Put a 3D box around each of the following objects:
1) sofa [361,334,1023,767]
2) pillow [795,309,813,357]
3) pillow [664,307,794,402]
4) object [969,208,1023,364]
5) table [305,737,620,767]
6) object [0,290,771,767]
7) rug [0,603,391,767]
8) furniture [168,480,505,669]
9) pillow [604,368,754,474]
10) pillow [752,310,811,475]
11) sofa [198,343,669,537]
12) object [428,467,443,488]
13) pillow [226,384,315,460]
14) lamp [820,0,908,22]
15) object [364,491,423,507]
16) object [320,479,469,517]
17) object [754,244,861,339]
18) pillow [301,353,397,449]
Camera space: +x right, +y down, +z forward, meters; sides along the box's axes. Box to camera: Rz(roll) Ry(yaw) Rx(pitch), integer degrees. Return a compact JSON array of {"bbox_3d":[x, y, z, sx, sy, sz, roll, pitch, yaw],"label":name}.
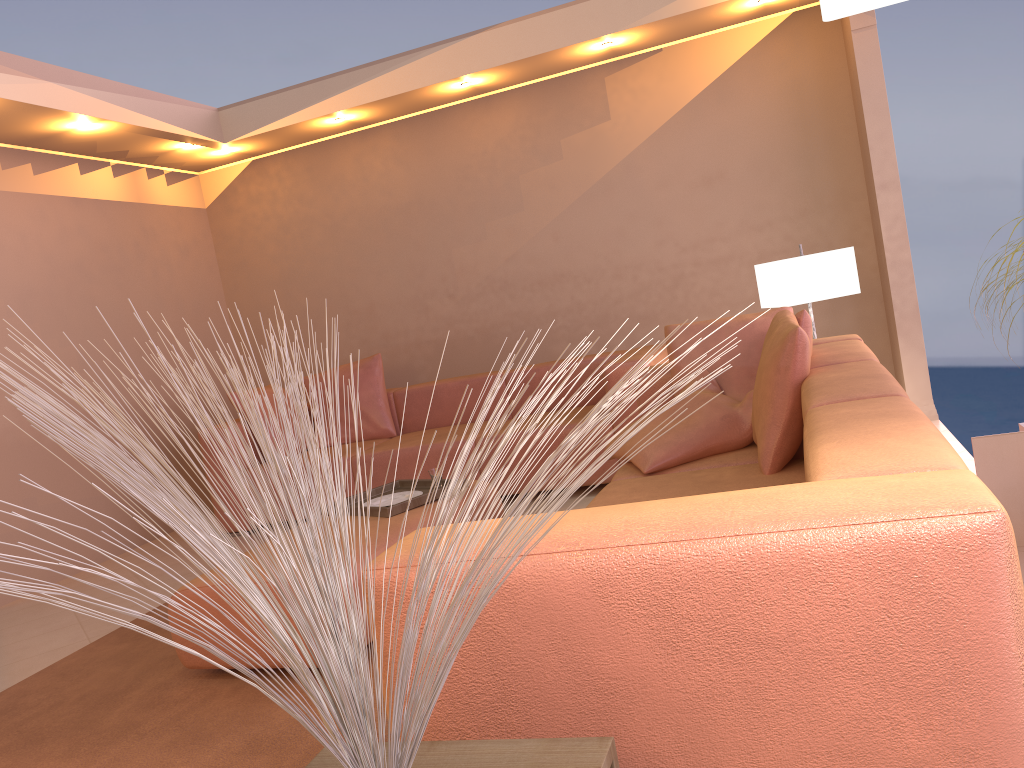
[{"bbox_3d":[0.649,0.353,2.537,0.943,0.672,2.781,-9,5,19],"label":"sofa"},{"bbox_3d":[0.969,-0.038,3.169,0.255,0.446,0.492,-10,4,2],"label":"pillow"},{"bbox_3d":[0.885,-0.043,3.511,0.519,0.455,0.314,-9,5,15],"label":"pillow"},{"bbox_3d":[1.624,-0.024,2.297,0.729,1.088,0.703,-12,5,-13],"label":"object"},{"bbox_3d":[-0.096,0.719,0.982,0.415,0.436,0.469,-9,5,19],"label":"table"},{"bbox_3d":[-0.114,0.183,0.911,0.703,0.634,0.700,-13,5,-25],"label":"object"},{"bbox_3d":[-0.867,0.923,3.234,1.833,0.005,2.626,-9,5,19],"label":"rug"},{"bbox_3d":[-0.582,0.657,3.351,0.685,0.301,1.291,-9,5,24],"label":"furniture"},{"bbox_3d":[0.610,0.123,3.258,0.514,0.292,0.517,-12,5,-12],"label":"pillow"},{"bbox_3d":[0.848,0.016,2.800,0.211,0.468,0.470,-10,5,14],"label":"pillow"},{"bbox_3d":[-0.413,0.333,5.293,2.781,0.672,0.943,-9,5,19],"label":"sofa"},{"bbox_3d":[-0.299,0.386,3.558,0.061,0.091,0.061,-10,4,3],"label":"object"},{"bbox_3d":[-1.454,0.235,5.563,0.335,0.486,0.554,-9,5,15],"label":"pillow"},{"bbox_3d":[0.553,0.049,0.685,0.454,1.578,0.454,-9,5,19],"label":"lamp"},{"bbox_3d":[-0.467,0.460,3.485,0.240,0.018,0.240,-12,5,-17],"label":"object"},{"bbox_3d":[-0.471,0.452,3.551,0.436,0.034,0.421,-6,6,44],"label":"object"},{"bbox_3d":[1.407,-0.255,4.136,0.344,0.799,0.344,-11,4,-3],"label":"object"},{"bbox_3d":[-1.045,0.112,5.615,0.582,0.528,0.302,-10,4,2],"label":"pillow"}]
